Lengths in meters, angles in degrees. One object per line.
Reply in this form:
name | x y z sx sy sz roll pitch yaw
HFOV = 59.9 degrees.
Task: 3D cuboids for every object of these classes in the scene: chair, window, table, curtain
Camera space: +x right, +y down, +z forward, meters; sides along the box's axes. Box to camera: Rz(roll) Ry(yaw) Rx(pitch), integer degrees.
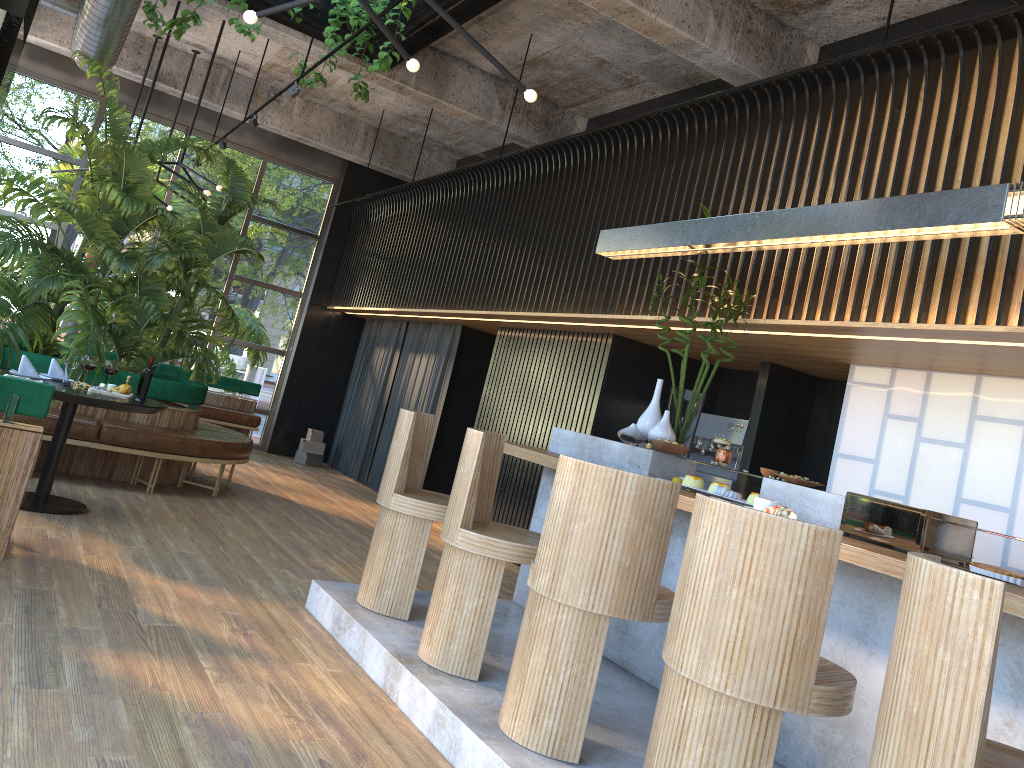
chair | 0.697 0.856 2.554 0.534 0.980 0.554 11 -6 20
window | 0.371 -1.927 2.626 4.274 6.559 19.547 17 -4 -29
table | -2.871 0.388 5.609 1.064 0.758 1.126 11 -4 29
chair | 0.319 0.790 3.239 0.552 0.980 0.536 14 -6 -6
chair | -0.045 0.725 3.859 0.527 0.980 0.562 9 -7 35
chair | 1.046 0.916 1.903 0.536 0.980 0.552 12 -6 17
curtain | -1.500 0.196 10.690 0.125 2.080 3.144 18 -5 -29
chair | -0.423 0.660 4.537 0.560 0.980 0.528 16 -7 -20

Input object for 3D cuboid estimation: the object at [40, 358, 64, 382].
object | -3.008 -0.089 5.925 0.223 0.140 0.240 10 -5 44

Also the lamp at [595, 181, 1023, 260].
lamp | 3.424 -1.312 3.685 5.131 2.152 6.478 15 -3 -36

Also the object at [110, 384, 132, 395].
object | -2.553 0.027 5.802 0.164 0.065 0.097 12 -4 30

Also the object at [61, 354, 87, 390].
object | -2.694 -0.073 5.450 0.105 0.211 0.105 13 -6 5

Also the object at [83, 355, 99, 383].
object | -2.840 -0.087 5.936 0.105 0.203 0.098 19 -8 -41

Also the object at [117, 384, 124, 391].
object | -2.625 0.032 5.983 0.060 0.073 0.203 18 -5 -39

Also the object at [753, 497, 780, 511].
object | 1.046 0.501 3.613 0.107 0.064 0.136 11 -4 40

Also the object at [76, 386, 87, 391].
object | -2.741 0.024 5.631 0.064 0.013 0.143 15 -2 -35

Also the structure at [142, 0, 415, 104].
structure | -1.709 -3.126 7.258 2.179 1.533 1.394 13 -5 -1

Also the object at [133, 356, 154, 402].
object | -2.376 -0.035 5.760 0.069 0.302 0.066 15 -7 -14

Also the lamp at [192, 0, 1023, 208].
lamp | -1.375 -2.654 6.651 3.907 1.545 9.645 15 -3 -32

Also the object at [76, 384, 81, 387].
object | -2.791 0.011 5.716 0.034 0.019 0.036 14 -3 -18

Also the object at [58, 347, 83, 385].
object | -2.775 -0.106 5.590 0.089 0.248 0.095 7 -9 43

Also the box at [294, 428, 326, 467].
box | -2.562 0.810 11.372 0.342 0.447 0.269 18 -7 -41

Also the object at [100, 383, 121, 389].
object | -2.629 0.025 5.871 0.201 0.038 0.060 13 -3 3

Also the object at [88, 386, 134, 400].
object | -2.606 0.056 5.776 0.245 0.020 0.342 14 -2 -20

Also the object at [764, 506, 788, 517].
object | 0.996 0.487 3.358 0.062 0.059 0.071 17 -6 -39

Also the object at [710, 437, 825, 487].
object | 1.130 0.352 4.157 0.217 0.136 0.774 15 -2 -23

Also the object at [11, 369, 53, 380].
object | -3.133 -0.067 5.765 0.249 0.019 0.160 13 -2 19

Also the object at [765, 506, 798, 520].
object | 1.034 0.497 3.398 0.127 0.060 0.071 12 -5 28

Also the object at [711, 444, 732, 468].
object | 1.038 0.353 4.388 0.088 0.108 0.155 12 -4 17

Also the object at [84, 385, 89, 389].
object | -2.726 0.019 5.685 0.033 0.031 0.038 14 -4 -5

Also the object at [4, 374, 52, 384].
object | -2.907 -0.028 5.334 0.263 0.019 0.151 14 -2 -30

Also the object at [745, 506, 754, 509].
object | 1.021 0.524 3.599 0.165 0.020 0.154 14 -2 -33

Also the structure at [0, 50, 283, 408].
structure | -3.519 -1.020 7.823 2.563 3.473 2.504 8 -8 44

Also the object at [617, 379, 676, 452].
object | 0.792 0.164 4.922 0.312 0.402 0.320 12 -6 19

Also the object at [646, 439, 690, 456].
object | 0.809 0.326 4.663 0.197 0.073 0.220 14 -2 -10

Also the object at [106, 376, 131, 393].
object | -2.527 -0.001 5.715 0.096 0.125 0.143 9 -6 41

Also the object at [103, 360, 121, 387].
object | -2.708 -0.055 5.969 0.105 0.203 0.098 19 -8 -41

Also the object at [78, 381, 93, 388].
object | -2.802 0.007 5.813 0.101 0.028 0.123 14 -2 -15

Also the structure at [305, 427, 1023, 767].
structure | 3.222 1.236 3.435 6.026 1.745 6.846 15 -3 -30

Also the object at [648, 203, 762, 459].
object | 1.046 -0.214 5.050 0.667 1.566 0.583 13 -7 8

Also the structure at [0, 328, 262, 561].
structure | 0.731 0.730 2.900 6.226 1.562 19.316 14 -2 -30

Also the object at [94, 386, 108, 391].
object | -2.649 0.029 5.745 0.105 0.013 0.213 14 -2 -25

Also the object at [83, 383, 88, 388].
object | -2.768 0.012 5.762 0.033 0.033 0.036 16 -5 -32

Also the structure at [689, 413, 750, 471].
structure | 1.481 1.011 6.981 0.566 1.612 0.805 18 -7 -30

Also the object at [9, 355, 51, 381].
object | -3.004 -0.100 5.563 0.223 0.140 0.240 10 -5 44

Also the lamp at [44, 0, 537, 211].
lamp | 1.453 -1.929 3.563 5.252 1.839 18.152 15 -2 -30
